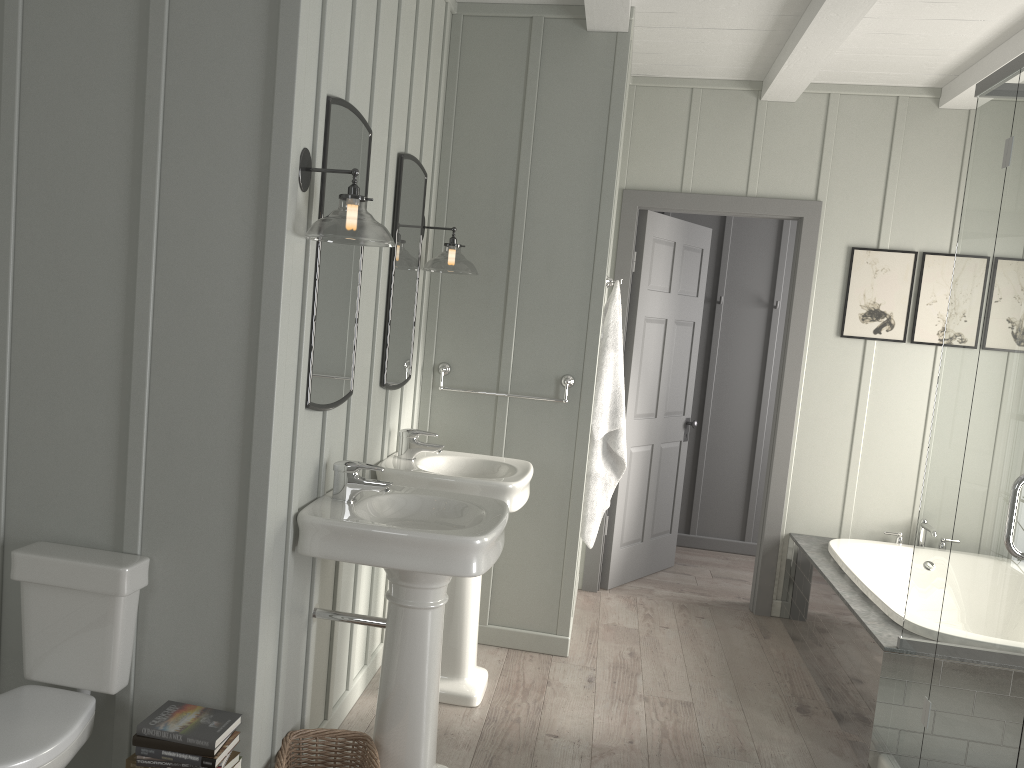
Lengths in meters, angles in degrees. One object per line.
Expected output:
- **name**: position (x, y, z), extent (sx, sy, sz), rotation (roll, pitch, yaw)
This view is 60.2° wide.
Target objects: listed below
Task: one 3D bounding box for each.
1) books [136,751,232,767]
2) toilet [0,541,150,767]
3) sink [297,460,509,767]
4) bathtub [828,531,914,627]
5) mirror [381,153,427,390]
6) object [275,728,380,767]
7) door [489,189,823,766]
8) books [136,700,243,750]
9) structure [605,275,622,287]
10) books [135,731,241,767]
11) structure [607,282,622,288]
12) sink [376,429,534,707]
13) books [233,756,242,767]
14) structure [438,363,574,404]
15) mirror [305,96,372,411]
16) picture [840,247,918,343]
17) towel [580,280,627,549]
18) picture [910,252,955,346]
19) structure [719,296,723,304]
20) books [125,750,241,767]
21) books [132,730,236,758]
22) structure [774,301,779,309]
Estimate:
- **books**: position (-0.813, 0.918, 2.219), extent (0.207, 0.025, 0.149), rotation (5, 5, -2)
- **toilet**: position (-1.165, 0.838, 2.121), extent (0.335, 0.789, 0.518), rotation (6, 5, 7)
- **sink**: position (-0.333, 0.751, 2.652), extent (0.573, 1.015, 0.562), rotation (6, 6, 8)
- **bathtub**: position (1.999, 0.979, 3.804), extent (1.060, 0.491, 1.540), rotation (6, 5, 7)
- **mirror**: position (-0.406, -0.417, 3.375), extent (0.015, 0.886, 0.419), rotation (6, 6, 6)
- **object**: position (-0.511, 1.155, 2.425), extent (0.288, 0.221, 0.469), rotation (4, 5, -11)
- **door**: position (0.304, 0.286, 1.730), extent (4.306, 2.201, 7.679), rotation (6, 5, 7)
- **books**: position (-0.800, 0.847, 2.199), extent (0.210, 0.024, 0.147), rotation (6, 5, 10)
- **structure**: position (0.448, -0.456, 3.922), extent (0.080, 0.056, 0.056), rotation (6, 5, 9)
- **books**: position (-0.805, 0.896, 2.204), extent (0.209, 0.024, 0.148), rotation (6, 5, 8)
- **structure**: position (0.477, -0.473, 4.170), extent (0.080, 0.056, 0.056), rotation (6, 5, 9)
- **sink**: position (-0.239, 0.696, 3.446), extent (0.573, 1.015, 0.562), rotation (6, 6, 8)
- **books**: position (-0.822, 0.969, 2.217), extent (0.238, 0.032, 0.168), rotation (6, 5, 9)
- **structure**: position (-0.035, -0.004, 3.852), extent (0.609, 0.123, 0.054), rotation (6, 6, 10)
- **mirror**: position (-0.499, -0.361, 2.576), extent (0.015, 0.886, 0.419), rotation (6, 6, 6)
- **picture**: position (1.869, -0.454, 4.505), extent (0.317, 0.462, 0.012), rotation (6, 6, 10)
- **towel**: position (0.451, 0.143, 3.979), extent (0.164, 1.207, 0.313), rotation (7, 6, 12)
- **picture**: position (2.204, -0.420, 4.446), extent (0.317, 0.462, 0.012), rotation (6, 6, 10)
- **structure**: position (1.391, -0.558, 5.905), extent (0.019, 0.051, 0.134), rotation (6, 5, 6)
- **books**: position (-0.822, 0.942, 2.213), extent (0.236, 0.024, 0.145), rotation (6, 5, 14)
- **books**: position (-0.813, 0.870, 2.203), extent (0.209, 0.024, 0.148), rotation (5, 5, 5)
- **structure**: position (1.746, -0.522, 5.849), extent (0.019, 0.051, 0.134), rotation (6, 5, 6)
